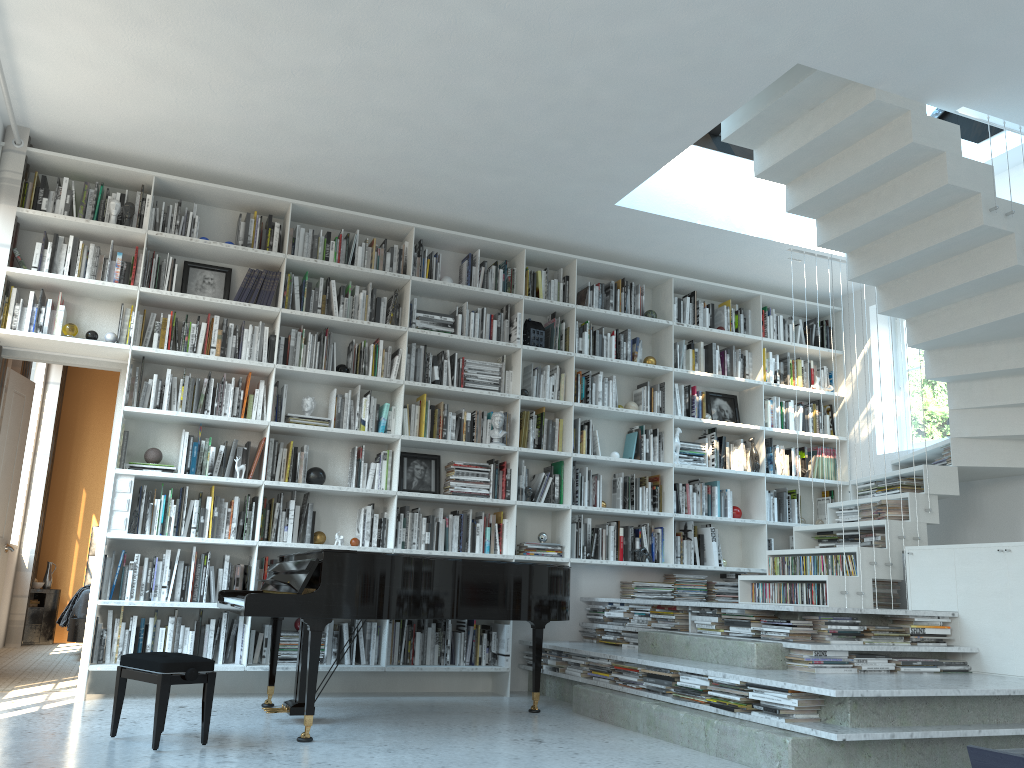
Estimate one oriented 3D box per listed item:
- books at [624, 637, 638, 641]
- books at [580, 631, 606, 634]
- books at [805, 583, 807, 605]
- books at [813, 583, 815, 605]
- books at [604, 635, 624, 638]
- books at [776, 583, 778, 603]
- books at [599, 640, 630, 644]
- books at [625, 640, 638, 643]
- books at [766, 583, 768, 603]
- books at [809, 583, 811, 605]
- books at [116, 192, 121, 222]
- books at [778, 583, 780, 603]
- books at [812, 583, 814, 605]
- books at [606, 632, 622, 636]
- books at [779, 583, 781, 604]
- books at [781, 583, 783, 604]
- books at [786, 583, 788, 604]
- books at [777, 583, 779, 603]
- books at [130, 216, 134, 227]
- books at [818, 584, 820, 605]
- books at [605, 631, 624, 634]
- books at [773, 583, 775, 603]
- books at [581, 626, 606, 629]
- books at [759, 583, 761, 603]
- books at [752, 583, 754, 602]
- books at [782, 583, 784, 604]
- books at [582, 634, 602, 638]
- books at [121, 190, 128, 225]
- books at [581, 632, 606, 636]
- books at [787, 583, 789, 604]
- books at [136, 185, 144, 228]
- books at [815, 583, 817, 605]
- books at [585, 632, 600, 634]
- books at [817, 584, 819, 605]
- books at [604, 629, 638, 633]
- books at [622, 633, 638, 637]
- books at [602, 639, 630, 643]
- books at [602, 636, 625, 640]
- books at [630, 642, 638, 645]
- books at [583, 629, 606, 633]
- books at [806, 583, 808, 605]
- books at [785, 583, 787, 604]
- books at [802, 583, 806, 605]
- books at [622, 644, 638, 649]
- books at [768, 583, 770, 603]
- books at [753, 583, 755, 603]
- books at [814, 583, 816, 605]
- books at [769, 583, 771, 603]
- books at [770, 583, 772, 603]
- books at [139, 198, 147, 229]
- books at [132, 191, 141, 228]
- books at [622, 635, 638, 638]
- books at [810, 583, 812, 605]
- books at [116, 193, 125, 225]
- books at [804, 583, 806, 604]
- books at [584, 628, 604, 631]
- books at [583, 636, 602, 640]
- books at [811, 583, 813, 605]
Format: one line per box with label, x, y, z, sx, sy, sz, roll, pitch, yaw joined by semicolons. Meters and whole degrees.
books;0.862;1.653;5.739;0.156;0.017;0.263;9;-15;-26
books;0.614;1.763;6.300;0.184;0.006;0.263;7;-14;-21
books;1.840;1.280;5.397;0.125;0.125;0.010;7;-14;-22
books;1.866;1.267;5.336;0.125;0.125;0.010;7;-14;-22
books;0.747;1.714;6.021;0.159;0.009;0.229;7;-14;-21
books;1.736;1.333;5.638;0.125;0.125;0.009;7;-14;-22
books;0.728;1.751;6.006;0.187;0.009;0.261;7;-14;-19
books;0.866;1.668;5.738;0.161;0.012;0.254;7;-14;-21
books;1.697;1.352;5.728;0.125;0.125;0.007;7;-14;-22
books;1.854;1.273;5.366;0.125;0.125;0.007;7;-14;-22
books;-2.486;-1.049;5.569;0.021;0.253;0.179;7;-14;-22
books;1.742;1.330;5.624;0.125;0.125;0.009;7;-14;-22
books;1.863;1.268;5.345;0.125;0.125;0.008;7;-14;-22
books;0.753;1.702;6.027;0.137;0.018;0.200;9;-15;-26
books;1.746;1.328;5.616;0.125;0.125;0.008;7;-14;-22
books;1.755;1.323;5.596;0.125;0.125;0.007;7;-14;-22
books;1.772;1.314;5.555;0.125;0.125;0.007;7;-14;-22
books;1.740;1.331;5.631;0.125;0.125;0.008;7;-14;-22
books;-2.407;-1.005;5.596;0.028;0.184;0.168;7;-14;-22
books;1.882;1.259;5.299;0.125;0.125;0.010;7;-14;-22
books;0.749;1.688;6.027;0.144;0.009;0.250;7;-14;-18
books;1.724;1.339;5.666;0.125;0.125;0.008;7;-14;-22
books;0.619;1.733;6.308;0.174;0.009;0.240;7;-14;-20
books;1.670;1.366;5.791;0.125;0.125;0.009;7;-14;-22
books;1.642;1.381;5.858;0.125;0.125;0.008;7;-14;-22
books;1.757;1.322;5.589;0.125;0.125;0.008;7;-14;-22
books;0.622;1.790;6.298;0.170;0.012;0.215;8;-14;-22
books;-2.448;-1.061;5.598;0.013;0.291;0.154;7;-14;-22
books;0.626;1.779;6.302;0.159;0.012;0.279;8;-14;-23
books;1.775;1.313;5.548;0.125;0.125;0.007;7;-14;-22
books;-2.362;-1.075;5.623;0.014;0.337;0.168;7;-14;-22
books;1.874;1.263;5.319;0.125;0.125;0.008;7;-14;-22
books;0.623;1.770;6.303;0.152;0.005;0.242;7;-14;-18
books;1.878;1.261;5.309;0.125;0.125;0.012;7;-14;-22
books;0.751;1.678;6.031;0.149;0.014;0.229;8;-14;-24
books;0.854;1.627;5.741;0.181;0.017;0.250;8;-15;-25
books;0.745;1.742;6.015;0.160;0.014;0.268;8;-14;-23
books;0.734;1.725;6.014;0.180;0.016;0.183;8;-15;-25
books;0.871;1.682;5.737;0.138;0.014;0.215;7;-14;-18
books;0.622;1.757;6.305;0.160;0.009;0.211;7;-14;-18
books;1.843;1.278;5.390;0.125;0.125;0.012;7;-14;-22
books;1.769;1.316;5.562;0.125;0.125;0.007;7;-14;-22
books;1.830;1.285;5.420;0.125;0.125;0.011;7;-14;-22
books;0.846;1.699;5.723;0.189;0.028;0.202;9;-15;-27
books;1.706;1.348;5.709;0.125;0.125;0.008;7;-14;-22
books;1.645;1.379;5.850;0.125;0.125;0.010;7;-14;-22
books;1.870;1.264;5.326;0.125;0.125;0.010;7;-14;-22
books;1.709;1.347;5.702;0.125;0.125;0.007;7;-14;-22
books;1.712;1.345;5.695;0.125;0.125;0.008;7;-14;-22
books;-2.348;-1.033;5.627;0.025;0.259;0.138;7;-14;-22
books;-2.381;-1.051;5.615;0.022;0.286;0.175;7;-14;-22
books;0.859;1.641;5.740;0.178;0.009;0.277;7;-14;-21
books;1.856;1.272;5.359;0.125;0.125;0.007;7;-14;-22
books;-2.462;-1.050;5.576;0.027;0.258;0.147;7;-14;-22
books;1.837;1.282;5.405;0.125;0.125;0.008;7;-14;-22
books;0.624;1.745;6.308;0.152;0.015;0.208;6;-14;-17
books;0.632;1.804;6.299;0.147;0.014;0.293;8;-14;-22
books;1.860;1.270;5.352;0.125;0.125;0.008;7;-14;-22
